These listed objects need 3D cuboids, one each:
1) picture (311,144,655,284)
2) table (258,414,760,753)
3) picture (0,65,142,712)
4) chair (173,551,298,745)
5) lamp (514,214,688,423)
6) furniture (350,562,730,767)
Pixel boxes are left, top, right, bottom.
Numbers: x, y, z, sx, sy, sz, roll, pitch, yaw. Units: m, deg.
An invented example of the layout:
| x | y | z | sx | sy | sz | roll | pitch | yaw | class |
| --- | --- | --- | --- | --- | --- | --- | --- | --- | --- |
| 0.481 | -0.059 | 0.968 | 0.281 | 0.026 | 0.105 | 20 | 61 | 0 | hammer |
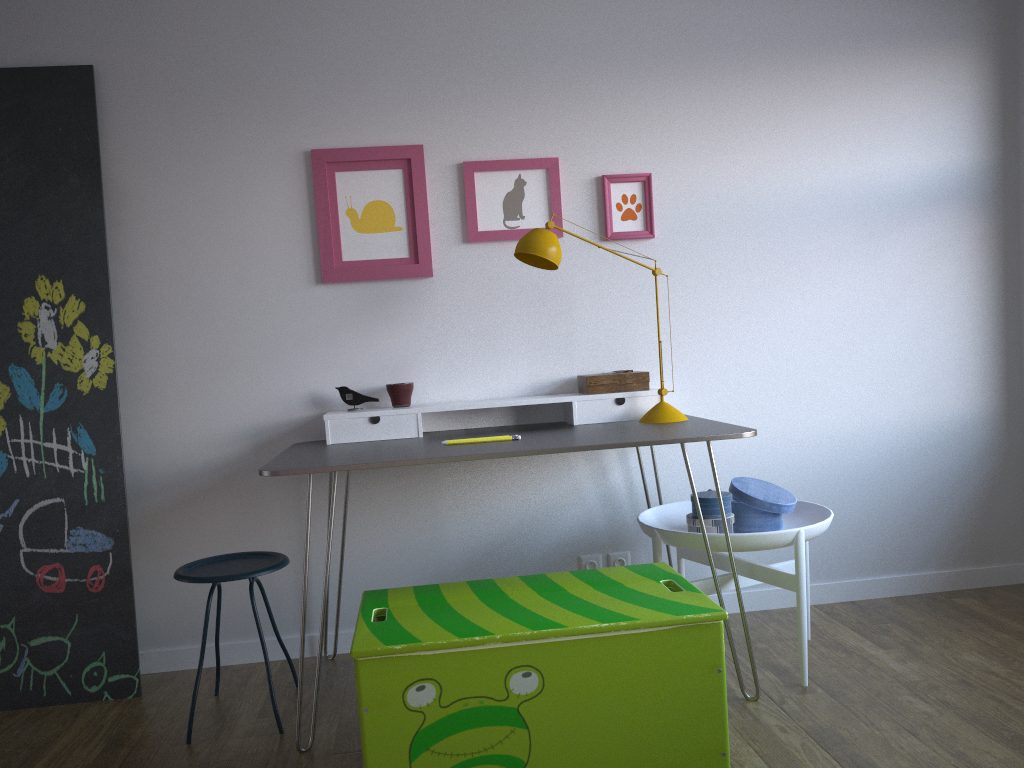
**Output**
| x | y | z | sx | sy | sz | roll | pitch | yaw | class |
| --- | --- | --- | --- | --- | --- | --- | --- | --- | --- |
| -0.082 | -0.601 | 3.024 | 1.152 | 0.442 | 0.027 | -4 | 5 | -6 | picture |
| -0.005 | 0.540 | 2.725 | 1.334 | 0.762 | 0.804 | -4 | 4 | -6 | table |
| -1.734 | 0.025 | 2.777 | 0.957 | 2.028 | 0.206 | -4 | 5 | -6 | picture |
| -0.799 | 0.752 | 2.601 | 0.325 | 0.464 | 0.363 | -4 | 4 | -6 | chair |
| 0.286 | -0.198 | 2.772 | 0.557 | 0.668 | 0.161 | -6 | 5 | -22 | lamp |
| 0.054 | 0.724 | 2.131 | 0.812 | 0.421 | 0.479 | -4 | 3 | -6 | furniture |
